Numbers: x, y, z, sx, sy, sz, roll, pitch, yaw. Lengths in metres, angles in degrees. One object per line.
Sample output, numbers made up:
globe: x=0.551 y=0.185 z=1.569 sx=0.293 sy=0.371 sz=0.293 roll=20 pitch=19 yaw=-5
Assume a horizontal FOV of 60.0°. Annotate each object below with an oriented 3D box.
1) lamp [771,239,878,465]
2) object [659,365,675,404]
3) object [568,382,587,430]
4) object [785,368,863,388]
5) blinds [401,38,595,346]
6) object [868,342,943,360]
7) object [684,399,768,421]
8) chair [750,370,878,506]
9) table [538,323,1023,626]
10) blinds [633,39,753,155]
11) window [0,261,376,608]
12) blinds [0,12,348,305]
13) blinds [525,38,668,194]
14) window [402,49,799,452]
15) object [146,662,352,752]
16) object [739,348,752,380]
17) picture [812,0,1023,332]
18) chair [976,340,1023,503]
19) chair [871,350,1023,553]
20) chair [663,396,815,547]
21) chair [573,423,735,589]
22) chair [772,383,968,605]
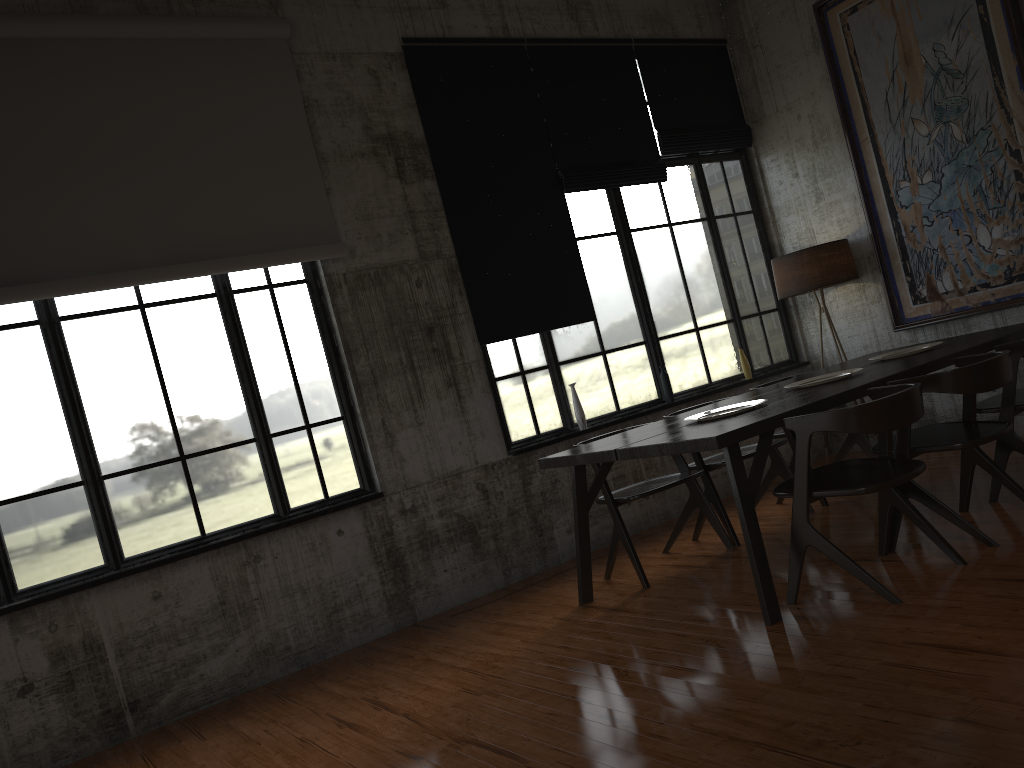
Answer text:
lamp: x=3.078 y=-0.278 z=8.446 sx=0.750 sy=2.057 sz=0.754 roll=-15 pitch=1 yaw=-21
object: x=1.411 y=0.006 z=8.102 sx=0.080 sy=0.352 sz=0.080 roll=-15 pitch=1 yaw=-2
object: x=0.560 y=0.192 z=7.544 sx=0.082 sy=0.411 sz=0.082 roll=-14 pitch=1 yaw=18
object: x=2.139 y=-0.032 z=6.082 sx=0.525 sy=0.024 sz=0.528 roll=-14 pitch=0 yaw=-23
blinds: x=-0.079 y=-1.657 z=7.406 sx=1.210 sy=2.535 sz=0.034 roll=-15 pitch=2 yaw=-33
object: x=2.940 y=-0.237 z=6.617 sx=0.525 sy=0.024 sz=0.528 roll=-14 pitch=0 yaw=-23
object: x=1.337 y=0.173 z=5.547 sx=0.525 sy=0.024 sz=0.528 roll=-14 pitch=0 yaw=-23
chair: x=2.500 y=0.423 z=7.336 sx=0.875 sy=0.994 sz=0.772 roll=-15 pitch=1 yaw=-33
table: x=2.219 y=0.481 z=6.129 sx=3.688 sy=1.007 sz=1.644 roll=-14 pitch=0 yaw=-33
blinds: x=1.815 y=-2.861 z=8.744 sx=1.291 sy=1.142 sz=0.053 roll=-15 pitch=1 yaw=-33
window: x=-3.149 y=-0.373 z=5.378 sx=4.288 sy=3.438 sz=0.051 roll=-15 pitch=1 yaw=-33
blinds: x=-3.238 y=-1.324 z=5.229 sx=4.449 sy=1.777 sz=0.137 roll=-15 pitch=1 yaw=-33
blinds: x=0.801 y=-2.469 z=8.048 sx=1.250 sy=1.399 sz=0.052 roll=-15 pitch=1 yaw=-33
window: x=1.045 y=-1.447 z=8.177 sx=3.797 sy=3.438 sz=0.051 roll=-15 pitch=1 yaw=-33
object: x=6.359 y=-0.408 z=5.663 sx=20.751 sy=0.658 sz=8.799 roll=-14 pitch=0 yaw=-33
object: x=2.283 y=-0.202 z=8.679 sx=0.073 sy=0.319 sz=0.074 roll=-14 pitch=1 yaw=19
picture: x=3.615 y=-2.107 z=7.516 sx=0.141 sy=3.122 sz=1.660 roll=-16 pitch=1 yaw=-33
chair: x=3.465 y=0.161 z=5.735 sx=0.875 sy=0.994 sz=0.772 roll=-15 pitch=1 yaw=-37
chair: x=2.585 y=0.387 z=5.197 sx=0.875 sy=0.994 sz=0.772 roll=-15 pitch=1 yaw=-34
chair: x=1.680 y=0.633 z=6.779 sx=0.875 sy=0.994 sz=0.772 roll=-15 pitch=1 yaw=-32
chair: x=0.950 y=0.820 z=6.292 sx=0.875 sy=0.994 sz=0.772 roll=-15 pitch=1 yaw=-34
chair: x=1.854 y=0.574 z=4.710 sx=0.875 sy=0.994 sz=0.772 roll=-15 pitch=1 yaw=-32
